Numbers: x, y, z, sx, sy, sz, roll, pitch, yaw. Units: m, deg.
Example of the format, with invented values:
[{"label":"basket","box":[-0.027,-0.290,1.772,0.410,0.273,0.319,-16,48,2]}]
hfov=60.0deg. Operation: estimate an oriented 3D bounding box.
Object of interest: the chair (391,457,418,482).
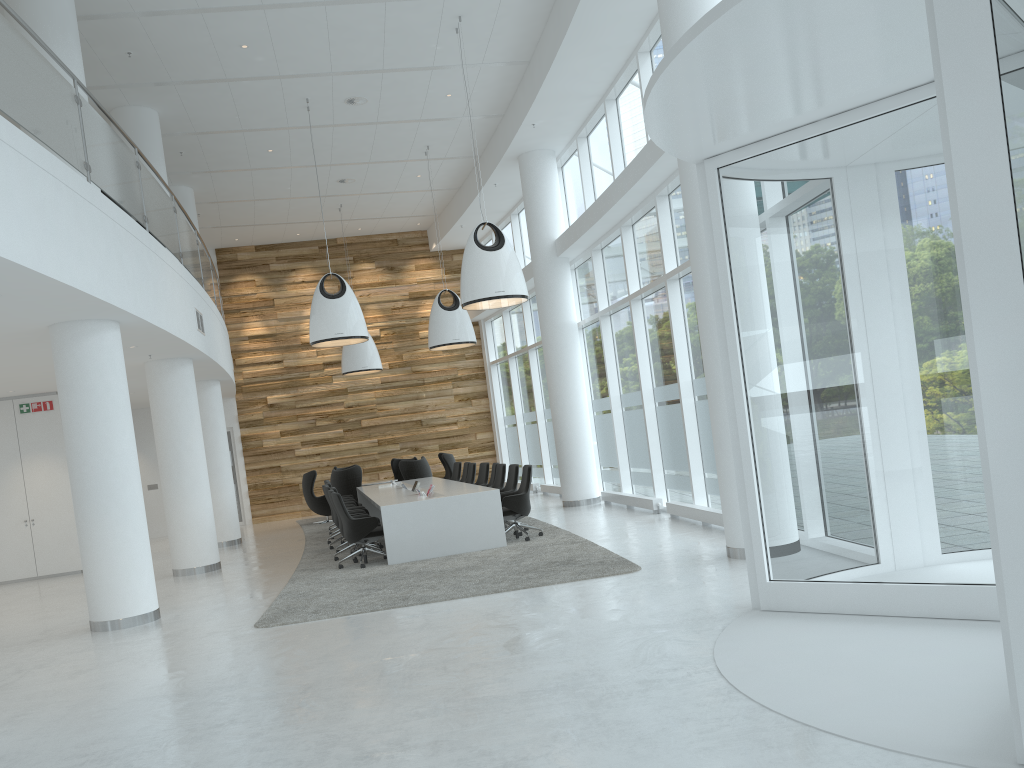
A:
[{"label":"chair","box":[-2.500,2.258,20.324,0.915,1.153,0.916,-8,0,7]}]

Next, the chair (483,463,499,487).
[{"label":"chair","box":[-0.441,1.764,14.079,0.673,0.967,0.686,-7,0,-8]}]

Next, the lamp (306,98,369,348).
[{"label":"lamp","box":[-2.820,-2.423,13.284,0.887,3.650,0.880,-7,1,33]}]

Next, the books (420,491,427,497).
[{"label":"books","box":[-1.158,1.554,12.020,0.143,0.226,0.204,-7,-1,-14]}]

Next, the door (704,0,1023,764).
[{"label":"door","box":[3.068,-0.257,4.732,2.994,3.112,2.998,-7,-1,-3]}]

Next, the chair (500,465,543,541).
[{"label":"chair","box":[0.024,1.584,11.730,0.673,0.967,0.686,-7,0,-8]}]

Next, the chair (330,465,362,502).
[{"label":"chair","box":[-3.216,2.240,18.111,0.915,1.153,0.916,-8,0,7]}]

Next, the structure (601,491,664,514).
[{"label":"structure","box":[1.854,1.840,13.875,0.150,0.214,2.695,-7,-3,-11]}]

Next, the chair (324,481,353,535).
[{"label":"chair","box":[-2.995,2.191,15.888,0.672,0.967,0.686,-7,0,-13]}]

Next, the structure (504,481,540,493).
[{"label":"structure","box":[0.174,2.410,20.760,0.150,0.214,2.697,-7,-3,-17]}]

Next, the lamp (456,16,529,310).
[{"label":"lamp","box":[-0.453,-2.832,11.346,0.887,3.650,0.880,-7,1,33]}]

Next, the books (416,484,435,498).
[{"label":"books","box":[-1.205,1.576,12.517,0.231,0.275,0.596,-8,-2,7]}]

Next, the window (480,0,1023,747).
[{"label":"window","box":[-19.351,1.680,14.884,63.133,6.145,30.719,-9,-3,27]}]

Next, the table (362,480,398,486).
[{"label":"table","box":[-2.825,2.469,19.199,0.800,0.697,0.798,-8,-1,12]}]

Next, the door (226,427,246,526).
[{"label":"door","box":[-7.483,2.341,21.383,1.802,2.403,0.132,-7,1,-10]}]

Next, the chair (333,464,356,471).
[{"label":"chair","box":[-3.628,2.394,20.069,0.921,1.153,0.910,-8,-1,37]}]

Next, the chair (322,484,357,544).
[{"label":"chair","box":[-2.703,2.074,14.334,0.673,0.967,0.686,-7,0,-8]}]

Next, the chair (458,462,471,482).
[{"label":"chair","box":[-1.004,1.953,16.346,0.672,0.967,0.686,-7,0,-13]}]

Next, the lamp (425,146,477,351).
[{"label":"lamp","box":[-1.311,-2.479,16.099,0.887,3.650,0.880,-7,1,31]}]

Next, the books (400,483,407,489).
[{"label":"books","box":[-1.758,1.758,14.731,0.153,0.239,0.191,-7,0,-13]}]

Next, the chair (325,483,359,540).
[{"label":"chair","box":[-2.808,2.126,15.091,0.672,0.967,0.686,-7,0,-13]}]

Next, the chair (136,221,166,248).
[{"label":"chair","box":[-5.095,-1.853,11.795,0.911,1.153,0.920,-7,0,-19]}]

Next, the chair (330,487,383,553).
[{"label":"chair","box":[-2.273,1.944,12.871,0.672,0.967,0.686,-7,0,-13]}]

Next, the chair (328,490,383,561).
[{"label":"chair","box":[-2.140,1.886,12.067,0.672,0.967,0.686,-7,0,-13]}]

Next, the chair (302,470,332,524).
[{"label":"chair","box":[-3.981,2.384,18.954,0.914,1.153,0.917,-7,-1,-23]}]

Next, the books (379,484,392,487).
[{"label":"books","box":[-2.306,1.846,16.133,0.224,0.026,0.264,-7,-3,-3]}]

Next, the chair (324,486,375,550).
[{"label":"chair","box":[-2.513,2.011,13.572,0.672,0.967,0.687,-7,0,-18]}]

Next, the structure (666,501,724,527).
[{"label":"structure","box":[2.365,1.614,10.739,0.150,0.214,2.694,-7,-3,-8]}]

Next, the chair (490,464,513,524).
[{"label":"chair","box":[-0.336,1.712,13.322,0.672,0.967,0.686,-7,0,-13]}]

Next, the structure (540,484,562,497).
[{"label":"structure","box":[1.010,2.146,17.712,0.150,0.214,2.696,-7,-3,-14]}]

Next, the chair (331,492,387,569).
[{"label":"chair","box":[-1.918,1.813,11.219,0.672,0.967,0.687,-7,0,-18]}]

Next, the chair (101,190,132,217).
[{"label":"chair","box":[-4.831,-1.974,10.106,0.911,1.153,0.920,-7,-1,-22]}]

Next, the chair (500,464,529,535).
[{"label":"chair","box":[-0.149,1.647,12.525,0.672,0.967,0.686,-7,0,-13]}]

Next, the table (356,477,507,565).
[{"label":"table","box":[-1.544,2.035,14.215,1.497,0.739,6.572,-7,-3,-13]}]

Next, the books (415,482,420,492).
[{"label":"books","box":[-1.576,1.715,14.426,0.158,0.241,0.353,-7,-2,-13]}]

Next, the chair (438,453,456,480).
[{"label":"chair","box":[-1.644,2.104,19.503,0.914,1.153,0.917,-7,-1,-23]}]

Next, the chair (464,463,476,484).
[{"label":"chair","box":[-0.871,1.895,15.542,0.672,0.967,0.686,-7,0,-13]}]

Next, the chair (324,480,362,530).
[{"label":"chair","box":[-3.168,2.254,16.683,0.673,0.967,0.686,-7,0,-8]}]

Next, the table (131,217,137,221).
[{"label":"table","box":[-4.917,-1.715,10.931,0.796,0.755,0.802,-7,-1,-23]}]

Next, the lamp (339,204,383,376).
[{"label":"lamp","box":[-3.462,-2.044,19.108,0.887,3.650,0.880,-7,1,26]}]

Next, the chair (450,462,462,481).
[{"label":"chair","box":[-1.226,2.025,17.194,0.672,0.967,0.687,-7,0,-18]}]

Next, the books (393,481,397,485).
[{"label":"books","box":[-2.135,1.903,16.449,0.139,0.223,0.162,-7,0,-13]}]

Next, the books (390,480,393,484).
[{"label":"books","box":[-2.214,1.923,16.778,0.152,0.241,0.183,-7,0,-13]}]

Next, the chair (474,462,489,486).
[{"label":"chair","box":[-0.631,1.828,14.841,0.672,0.967,0.687,-7,0,-18]}]

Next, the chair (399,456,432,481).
[{"label":"chair","box":[-2.065,2.101,18.340,0.921,1.153,0.910,-8,-1,37]}]

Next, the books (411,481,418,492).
[{"label":"books","box":[-1.590,1.697,14.403,0.139,0.230,0.357,-7,-2,-13]}]

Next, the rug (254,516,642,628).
[{"label":"rug","box":[-1.718,2.446,14.520,3.931,0.010,13.478,-7,-3,-12]}]
